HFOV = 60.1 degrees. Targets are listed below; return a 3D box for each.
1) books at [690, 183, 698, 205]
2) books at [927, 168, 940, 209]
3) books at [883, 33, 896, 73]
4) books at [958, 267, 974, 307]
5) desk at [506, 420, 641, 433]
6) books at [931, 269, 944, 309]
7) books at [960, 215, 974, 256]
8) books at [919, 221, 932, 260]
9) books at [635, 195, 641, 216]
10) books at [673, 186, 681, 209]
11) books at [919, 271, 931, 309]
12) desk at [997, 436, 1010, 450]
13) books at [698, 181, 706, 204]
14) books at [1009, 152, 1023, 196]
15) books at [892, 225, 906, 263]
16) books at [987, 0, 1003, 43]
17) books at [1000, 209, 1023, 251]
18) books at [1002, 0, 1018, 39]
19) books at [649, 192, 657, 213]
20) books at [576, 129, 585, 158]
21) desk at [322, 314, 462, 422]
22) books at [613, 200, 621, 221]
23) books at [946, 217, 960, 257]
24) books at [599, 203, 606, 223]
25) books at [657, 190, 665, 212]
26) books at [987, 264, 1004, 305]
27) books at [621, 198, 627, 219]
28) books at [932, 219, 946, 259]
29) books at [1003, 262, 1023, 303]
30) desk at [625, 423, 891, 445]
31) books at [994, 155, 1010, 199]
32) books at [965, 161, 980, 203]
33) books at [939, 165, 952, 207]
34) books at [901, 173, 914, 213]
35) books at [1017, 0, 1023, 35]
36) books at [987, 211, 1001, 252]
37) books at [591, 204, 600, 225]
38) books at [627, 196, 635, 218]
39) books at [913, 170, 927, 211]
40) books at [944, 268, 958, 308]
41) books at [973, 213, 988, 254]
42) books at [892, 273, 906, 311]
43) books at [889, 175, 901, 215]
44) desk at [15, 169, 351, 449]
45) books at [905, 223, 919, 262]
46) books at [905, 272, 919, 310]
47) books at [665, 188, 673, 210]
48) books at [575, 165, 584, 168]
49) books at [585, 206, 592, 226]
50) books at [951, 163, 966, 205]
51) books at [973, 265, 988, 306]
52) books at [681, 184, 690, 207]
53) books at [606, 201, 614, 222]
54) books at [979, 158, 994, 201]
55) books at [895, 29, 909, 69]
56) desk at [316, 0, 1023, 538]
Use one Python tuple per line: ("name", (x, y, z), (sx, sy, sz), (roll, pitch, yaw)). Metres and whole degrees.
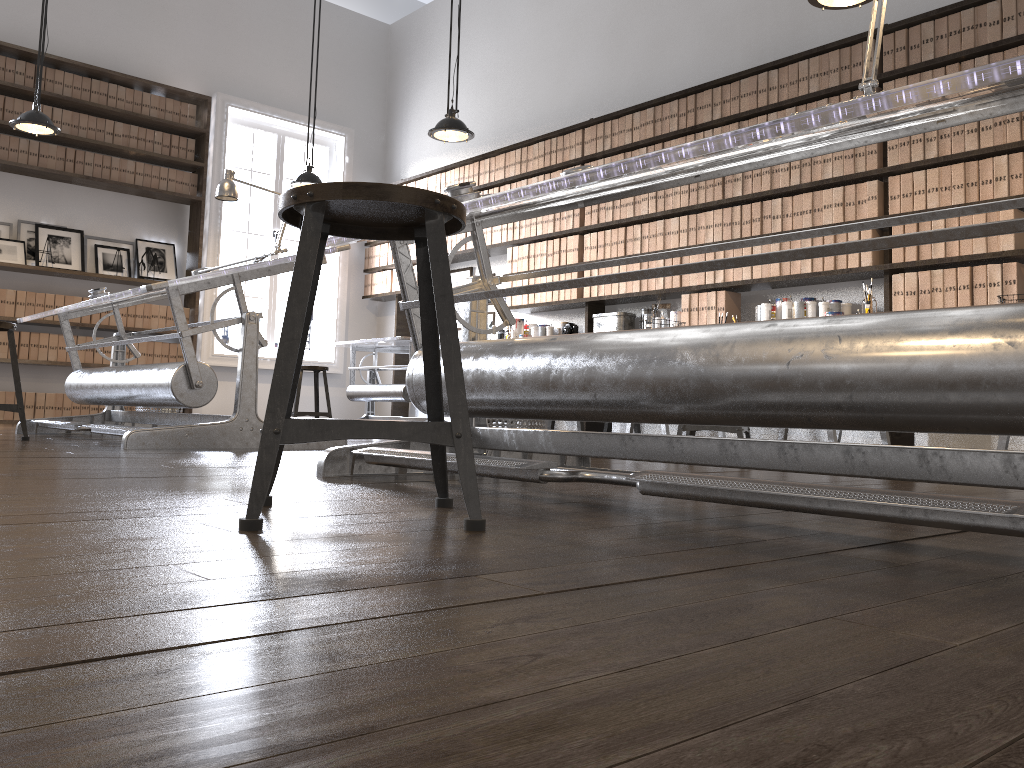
("books", (1.285, -1.300, 6.011), (0.174, 0.227, 0.067), (5, -6, -41))
("books", (2.322, -1.041, 4.803), (0.174, 0.226, 0.066), (5, -6, -41))
("books", (2.191, -1.863, 5.057), (0.174, 0.226, 0.066), (5, -6, -41))
("books", (2.405, -0.490, 4.637), (0.174, 0.227, 0.067), (5, -6, -41))
("desk", (0.213, 0.087, 6.492), (0.654, 0.672, 1.666), (5, -4, -41))
("books", (2.315, -0.489, 4.744), (0.174, 0.226, 0.066), (5, -6, -41))
("books", (2.425, -0.767, 4.655), (0.174, 0.226, 0.066), (5, -6, -41))
("books", (2.285, -0.766, 4.815), (0.174, 0.226, 0.066), (5, -6, -41))
("books", (0.966, -1.296, 6.382), (0.174, 0.226, 0.066), (5, -6, -41))
("books", (1.192, -1.299, 6.122), (0.174, 0.226, 0.066), (5, -6, -41))
("books", (2.270, -0.489, 4.788), (0.174, 0.227, 0.067), (5, -6, -41))
("desk", (2.787, 0.057, 3.560), (0.654, 0.672, 1.666), (5, -4, -41))
("books", (1.330, -1.301, 5.967), (0.174, 0.226, 0.066), (5, -6, -41))
("books", (2.594, -1.044, 4.497), (0.174, 0.226, 0.066), (5, -6, -41))
("books", (2.187, -0.764, 4.927), (0.174, 0.226, 0.066), (5, -6, -41))
("books", (2.557, -1.867, 4.635), (0.174, 0.226, 0.066), (5, -6, -41))
("books", (2.553, -0.769, 4.505), (0.174, 0.226, 0.066), (5, -6, -41))
("books", (2.603, -1.868, 4.580), (0.174, 0.227, 0.067), (5, -6, -41))
("books", (1.053, -1.298, 6.278), (0.174, 0.227, 0.067), (5, -6, -41))
("books", (0.580, -1.844, 6.882), (0.174, 0.226, 0.066), (5, -6, -41))
("desk", (-0.880, -0.121, 7.718), (1.068, 1.103, 1.267), (5, -5, -41))
("books", (0.832, -1.295, 6.537), (0.174, 0.226, 0.066), (5, -6, -41))
("books", (2.379, -0.767, 4.708), (0.174, 0.226, 0.066), (5, -6, -41))
("books", (0.739, -1.294, 6.644), (0.174, 0.226, 0.066), (5, -6, -41))
("books", (1.102, -1.298, 6.228), (0.174, 0.226, 0.066), (5, -6, -41))
("books", (2.502, -0.491, 4.528), (0.174, 0.226, 0.066), (5, -6, -41))
("books", (0.878, -1.295, 6.484), (0.174, 0.226, 0.066), (5, -6, -41))
("books", (2.329, -0.766, 4.759), (0.174, 0.226, 0.066), (5, -6, -41))
("books", (2.552, -0.492, 4.477), (0.174, 0.226, 0.066), (5, -6, -41))
("desk", (1.376, 0.073, 5.168), (0.654, 0.672, 1.666), (5, -4, -41))
("books", (2.544, -1.044, 4.547), (0.174, 0.226, 0.066), (5, -6, -41))
("books", (2.454, -1.043, 4.656), (0.174, 0.226, 0.066), (5, -6, -41))
("books", (2.364, -1.042, 4.756), (0.174, 0.226, 0.066), (5, -6, -41))
("books", (2.229, -1.040, 4.911), (0.174, 0.226, 0.066), (5, -6, -41))
("books", (2.653, -1.868, 4.529), (0.174, 0.226, 0.066), (5, -6, -41))
("books", (2.513, -0.768, 4.554), (0.174, 0.226, 0.066), (5, -6, -41))
("books", (0.685, -1.293, 6.697), (0.174, 0.227, 0.067), (5, -6, -41))
("books", (0.919, -1.296, 6.429), (0.174, 0.227, 0.067), (5, -6, -41))
("books", (2.272, -1.041, 4.856), (0.174, 0.227, 0.067), (5, -6, -41))
("books", (2.360, -0.489, 4.696), (0.174, 0.226, 0.066), (5, -6, -41))
("books", (2.465, -0.768, 4.601), (0.174, 0.227, 0.067), (5, -6, -41))
("books", (2.177, -0.487, 4.899), (0.174, 0.226, 0.066), (5, -6, -41))
("books", (2.185, -1.039, 4.965), (0.174, 0.226, 0.066), (5, -6, -41))
("desk", (-1.716, -0.407, 4.543), (1.074, 1.392, 2.277), (5, -4, -41))
("books", (2.232, -0.765, 4.868), (0.174, 0.227, 0.067), (5, -6, -41))
("books", (2.223, -0.488, 4.843), (0.174, 0.226, 0.066), (5, -6, -41))
("books", (1.149, -1.298, 6.177), (0.174, 0.226, 0.066), (5, -6, -41))
("books", (0.568, -1.567, 6.864), (0.174, 0.227, 0.067), (5, -6, -41))
("books", (0.640, -1.292, 6.756), (0.174, 0.226, 0.066), (5, -6, -41))
("books", (2.405, -1.042, 4.703), (0.174, 0.227, 0.067), (5, -6, -41))
("books", (2.458, -0.490, 4.584), (0.174, 0.226, 0.066), (5, -6, -41))
("books", (1.237, -1.300, 6.066), (0.174, 0.226, 0.066), (5, -6, -41))
("books", (0.782, -1.294, 6.588), (0.174, 0.226, 0.066), (5, -6, -41))
("books", (2.500, -1.043, 4.603), (0.174, 0.226, 0.066), (5, -6, -41))
("books", (2.236, -1.864, 4.998), (0.174, 0.227, 0.067), (5, -6, -41))
("desk", (0.493, -0.432, 2.026), (1.074, 1.393, 2.066), (5, -5, -41))
